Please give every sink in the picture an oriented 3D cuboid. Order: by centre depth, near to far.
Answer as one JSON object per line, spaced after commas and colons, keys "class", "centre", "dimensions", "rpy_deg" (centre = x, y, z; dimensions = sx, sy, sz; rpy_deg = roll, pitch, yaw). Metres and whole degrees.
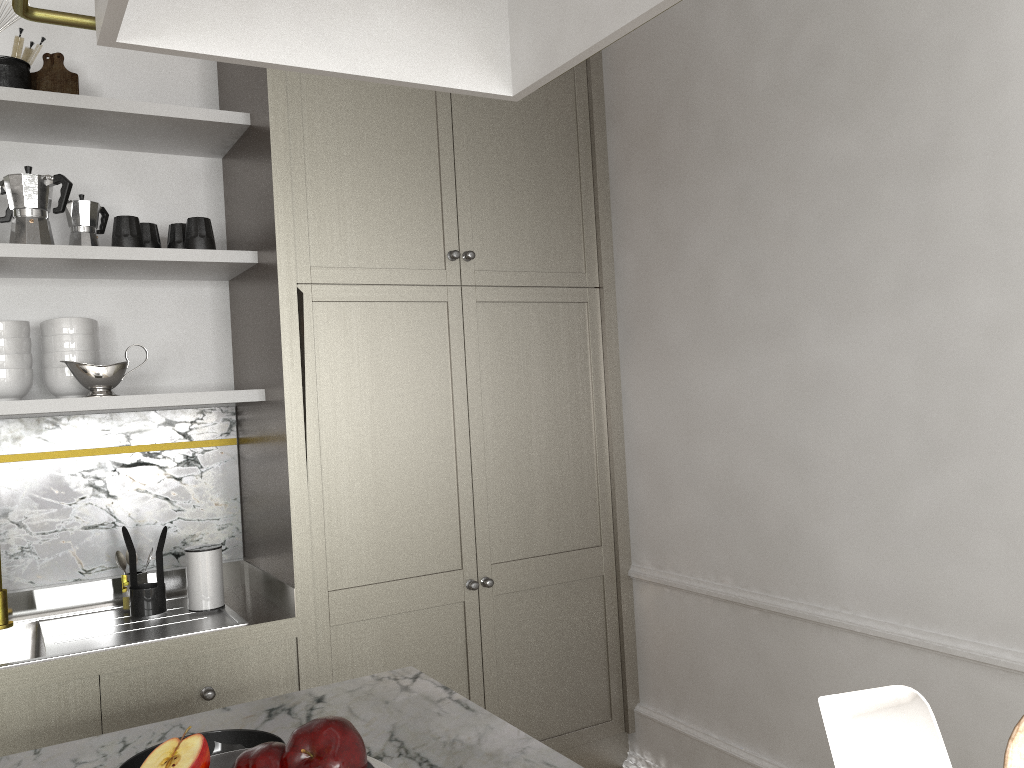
{"class": "sink", "centre": [-1.135, 0.698, 2.150], "dimensions": [0.877, 0.174, 0.475], "rpy_deg": [-3, -1, -30]}

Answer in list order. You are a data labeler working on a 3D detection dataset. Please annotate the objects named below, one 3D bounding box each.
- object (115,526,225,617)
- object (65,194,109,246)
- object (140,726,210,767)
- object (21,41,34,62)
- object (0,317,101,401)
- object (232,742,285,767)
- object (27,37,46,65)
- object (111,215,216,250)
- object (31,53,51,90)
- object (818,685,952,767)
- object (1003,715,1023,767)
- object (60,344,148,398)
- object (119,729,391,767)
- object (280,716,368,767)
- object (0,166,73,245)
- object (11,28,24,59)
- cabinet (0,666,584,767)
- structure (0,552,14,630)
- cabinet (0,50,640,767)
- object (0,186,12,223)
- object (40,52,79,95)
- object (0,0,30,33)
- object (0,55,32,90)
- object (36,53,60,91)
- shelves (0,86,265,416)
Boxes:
{"class": "object", "centre": [-0.926, 0.486, 2.354], "dimensions": [0.307, 0.229, 0.144], "rpy_deg": [-3, -1, 13]}
{"class": "object", "centre": [-1.130, -0.417, 2.346], "dimensions": [0.087, 0.167, 0.138], "rpy_deg": [-3, -1, -6]}
{"class": "object", "centre": [-0.271, 0.306, 0.709], "dimensions": [0.061, 0.048, 0.054], "rpy_deg": [-4, -1, 23]}
{"class": "object", "centre": [-1.279, -0.800, 2.307], "dimensions": [0.023, 0.202, 0.079], "rpy_deg": [-4, -1, 40]}
{"class": "object", "centre": [-1.251, -0.062, 2.334], "dimensions": [0.309, 0.216, 0.149], "rpy_deg": [-3, -1, -37]}
{"class": "object", "centre": [-0.207, 0.335, 0.681], "dimensions": [0.135, 0.074, 0.154], "rpy_deg": [-3, -1, -35]}
{"class": "object", "centre": [-1.262, -0.809, 2.299], "dimensions": [0.106, 0.191, 0.016], "rpy_deg": [-3, -1, -20]}
{"class": "object", "centre": [-0.945, -0.392, 2.408], "dimensions": [0.264, 0.098, 0.173], "rpy_deg": [-3, -1, -22]}
{"class": "object", "centre": [-1.233, -0.792, 2.362], "dimensions": [0.092, 0.185, 0.023], "rpy_deg": [-3, -1, -20]}
{"class": "object", "centre": [0.205, 0.295, 0.376], "dimensions": [0.064, 0.290, 0.141], "rpy_deg": [-3, -1, -17]}
{"class": "object", "centre": [0.245, 0.292, 0.397], "dimensions": [0.131, 0.296, 0.056], "rpy_deg": [-3, -1, -11]}
{"class": "object", "centre": [-1.045, -0.033, 2.281], "dimensions": [0.210, 0.135, 0.102], "rpy_deg": [-3, -1, -38]}
{"class": "object", "centre": [-0.260, 0.399, 0.777], "dimensions": [0.491, 0.156, 0.364], "rpy_deg": [-4, -1, 37]}
{"class": "object", "centre": [-0.149, 0.319, 0.677], "dimensions": [0.071, 0.091, 0.167], "rpy_deg": [-3, -1, -5]}
{"class": "object", "centre": [-1.186, -0.438, 2.198], "dimensions": [0.175, 0.212, 0.111], "rpy_deg": [-4, -1, 31]}
{"class": "object", "centre": [-1.272, -0.802, 2.264], "dimensions": [0.083, 0.201, 0.023], "rpy_deg": [-4, -1, 25]}
{"class": "cabinet", "centre": [0.065, 0.814, 0.265], "dimensions": [0.870, 0.721, 2.360], "rpy_deg": [-3, -1, -30]}
{"class": "structure", "centre": [-1.350, 0.454, 2.200], "dimensions": [0.167, 0.347, 0.195], "rpy_deg": [-3, -1, -22]}
{"class": "cabinet", "centre": [-2.245, 0.141, 1.795], "dimensions": [5.433, 2.377, 0.947], "rpy_deg": [-3, -1, -30]}
{"class": "object", "centre": [-1.352, -0.428, 2.241], "dimensions": [0.175, 0.212, 0.111], "rpy_deg": [-3, -1, 6]}
{"class": "object", "centre": [-1.199, -0.793, 2.351], "dimensions": [0.092, 0.183, 0.038], "rpy_deg": [-3, -1, -20]}
{"class": "object", "centre": [-1.271, -0.894, 2.199], "dimensions": [0.135, 0.187, 0.070], "rpy_deg": [-3, -1, -27]}
{"class": "object", "centre": [-1.298, -0.760, 2.280], "dimensions": [0.112, 0.128, 0.112], "rpy_deg": [-4, -1, 44]}
{"class": "object", "centre": [-1.210, -0.792, 2.354], "dimensions": [0.092, 0.183, 0.038], "rpy_deg": [-3, -1, -20]}
{"class": "shelves", "centre": [-1.350, -0.306, 2.201], "dimensions": [1.339, 0.775, 0.352], "rpy_deg": [-3, -1, -30]}
